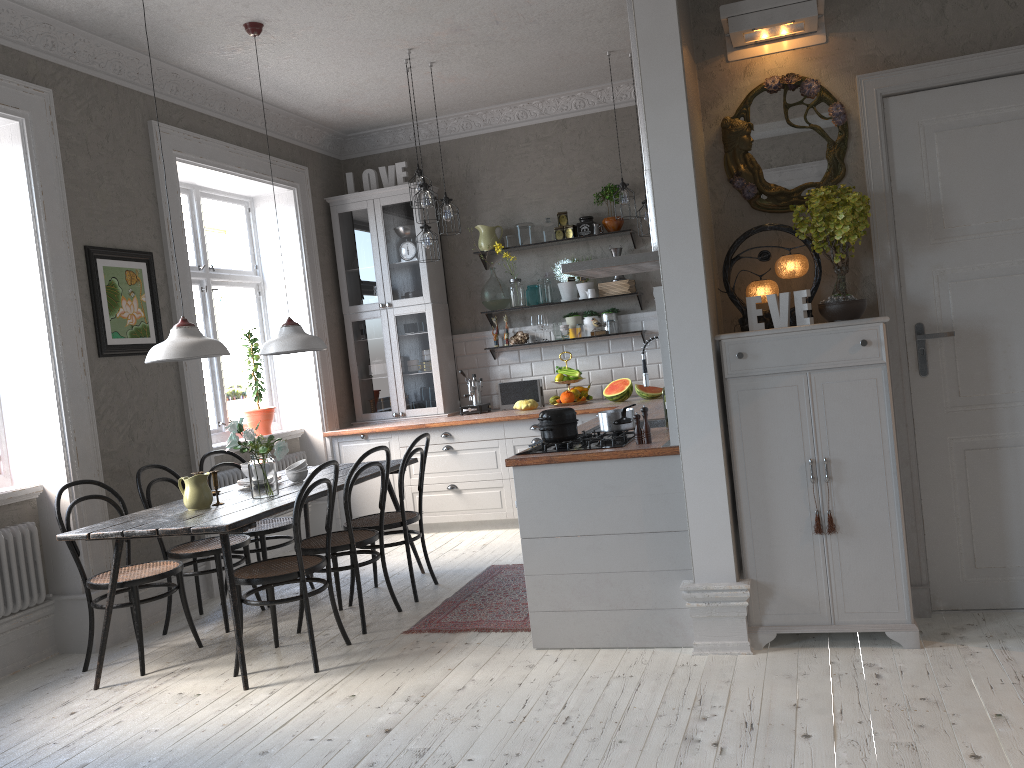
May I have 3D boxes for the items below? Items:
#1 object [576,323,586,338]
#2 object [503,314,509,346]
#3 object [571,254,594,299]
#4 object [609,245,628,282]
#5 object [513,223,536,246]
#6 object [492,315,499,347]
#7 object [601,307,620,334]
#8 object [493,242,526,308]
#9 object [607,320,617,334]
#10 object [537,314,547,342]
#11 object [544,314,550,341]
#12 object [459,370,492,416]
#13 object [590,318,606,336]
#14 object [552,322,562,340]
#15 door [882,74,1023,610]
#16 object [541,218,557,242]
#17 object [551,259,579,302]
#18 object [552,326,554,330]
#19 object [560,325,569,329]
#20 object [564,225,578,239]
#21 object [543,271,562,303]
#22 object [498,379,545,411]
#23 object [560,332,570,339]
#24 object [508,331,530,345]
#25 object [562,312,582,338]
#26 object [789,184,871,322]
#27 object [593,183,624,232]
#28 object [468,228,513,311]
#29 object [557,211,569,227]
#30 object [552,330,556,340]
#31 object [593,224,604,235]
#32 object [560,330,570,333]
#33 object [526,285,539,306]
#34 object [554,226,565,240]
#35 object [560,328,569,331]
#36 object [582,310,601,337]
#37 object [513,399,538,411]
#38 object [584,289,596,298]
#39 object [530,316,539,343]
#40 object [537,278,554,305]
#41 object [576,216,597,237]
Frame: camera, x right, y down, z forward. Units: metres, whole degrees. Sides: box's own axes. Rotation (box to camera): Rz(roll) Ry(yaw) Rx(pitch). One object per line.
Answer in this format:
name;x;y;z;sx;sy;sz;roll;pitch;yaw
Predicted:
object;0.550;-0.428;7.084;0.077;0.108;0.078;-6;2;11
object;-0.042;-0.444;7.294;0.063;0.264;0.052;-8;3;-36
object;0.568;-0.863;7.062;0.187;0.380;0.167;-7;2;-21
object;0.833;-0.954;7.003;0.130;0.288;0.131;-6;2;3
object;0.106;-1.204;7.177;0.175;0.184;0.168;-8;3;-33
object;-0.137;-0.435;7.339;0.053;0.264;0.061;-7;2;-11
object;0.800;-0.506;7.097;0.157;0.213;0.154;-6;2;15
object;-0.021;-0.882;7.138;0.190;0.540;0.282;-6;2;10
object;0.786;-0.451;6.984;0.077;0.108;0.078;-6;2;11
object;0.244;-0.449;7.126;0.081;0.217;0.082;-6;2;4
object;0.270;-0.455;7.212;0.081;0.217;0.082;-6;2;4
object;-0.329;0.060;7.159;0.203;0.370;0.357;-6;2;18
object;0.687;-0.458;7.032;0.119;0.147;0.099;-7;2;-15
object;0.371;-0.424;7.125;0.079;0.139;0.078;-7;2;-10
door;2.028;-0.149;3.643;0.742;2.183;0.081;-6;2;16
object;0.303;-1.244;7.216;0.142;0.220;0.138;-7;2;-23
object;0.461;-0.842;7.151;0.240;0.354;0.239;-5;3;36
object;0.366;-0.432;7.205;0.076;0.083;0.079;-5;3;35
object;0.420;-0.444;7.063;0.077;0.051;0.077;-6;2;4
object;0.471;-1.205;7.058;0.081;0.113;0.084;-5;2;28
object;0.332;-0.785;7.257;0.129;0.264;0.133;-5;2;23
object;0.073;0.088;7.134;0.347;0.226;0.089;-6;2;17
object;0.427;-0.384;7.065;0.076;0.051;0.078;-6;2;11
object;0.055;-0.377;7.244;0.177;0.111;0.096;-7;2;-5
object;0.491;-0.480;7.172;0.157;0.217;0.155;-7;2;-2
object;1.331;-0.533;3.597;0.347;0.553;0.291;-8;3;-38
object;0.791;-1.380;6.954;0.255;0.397;0.246;-4;3;42
object;-0.179;-0.937;7.228;0.337;0.674;0.334;-7;2;-14
object;0.405;-1.310;7.060;0.083;0.113;0.082;-7;2;-2
object;0.370;-0.399;7.206;0.076;0.083;0.079;-5;3;35
object;0.677;-1.215;6.945;0.092;0.096;0.075;-6;2;18
object;0.425;-0.401;7.065;0.076;0.051;0.078;-6;2;11
object;0.179;-0.722;7.243;0.124;0.172;0.128;-6;2;21
object;0.390;-1.197;7.087;0.082;0.113;0.084;-6;2;18
object;0.423;-0.419;7.064;0.075;0.051;0.079;-5;3;36
object;0.641;-0.491;7.136;0.150;0.214;0.170;-8;3;-42
object;0.108;0.163;6.915;0.194;0.083;0.191;-6;2;18
object;0.627;-0.713;6.989;0.064;0.071;0.104;-8;3;-42
object;0.190;-0.447;7.241;0.081;0.217;0.082;-6;2;4
object;0.265;-0.744;7.121;0.122;0.206;0.127;-5;3;40
object;0.599;-1.250;7.069;0.140;0.174;0.144;-6;2;18
